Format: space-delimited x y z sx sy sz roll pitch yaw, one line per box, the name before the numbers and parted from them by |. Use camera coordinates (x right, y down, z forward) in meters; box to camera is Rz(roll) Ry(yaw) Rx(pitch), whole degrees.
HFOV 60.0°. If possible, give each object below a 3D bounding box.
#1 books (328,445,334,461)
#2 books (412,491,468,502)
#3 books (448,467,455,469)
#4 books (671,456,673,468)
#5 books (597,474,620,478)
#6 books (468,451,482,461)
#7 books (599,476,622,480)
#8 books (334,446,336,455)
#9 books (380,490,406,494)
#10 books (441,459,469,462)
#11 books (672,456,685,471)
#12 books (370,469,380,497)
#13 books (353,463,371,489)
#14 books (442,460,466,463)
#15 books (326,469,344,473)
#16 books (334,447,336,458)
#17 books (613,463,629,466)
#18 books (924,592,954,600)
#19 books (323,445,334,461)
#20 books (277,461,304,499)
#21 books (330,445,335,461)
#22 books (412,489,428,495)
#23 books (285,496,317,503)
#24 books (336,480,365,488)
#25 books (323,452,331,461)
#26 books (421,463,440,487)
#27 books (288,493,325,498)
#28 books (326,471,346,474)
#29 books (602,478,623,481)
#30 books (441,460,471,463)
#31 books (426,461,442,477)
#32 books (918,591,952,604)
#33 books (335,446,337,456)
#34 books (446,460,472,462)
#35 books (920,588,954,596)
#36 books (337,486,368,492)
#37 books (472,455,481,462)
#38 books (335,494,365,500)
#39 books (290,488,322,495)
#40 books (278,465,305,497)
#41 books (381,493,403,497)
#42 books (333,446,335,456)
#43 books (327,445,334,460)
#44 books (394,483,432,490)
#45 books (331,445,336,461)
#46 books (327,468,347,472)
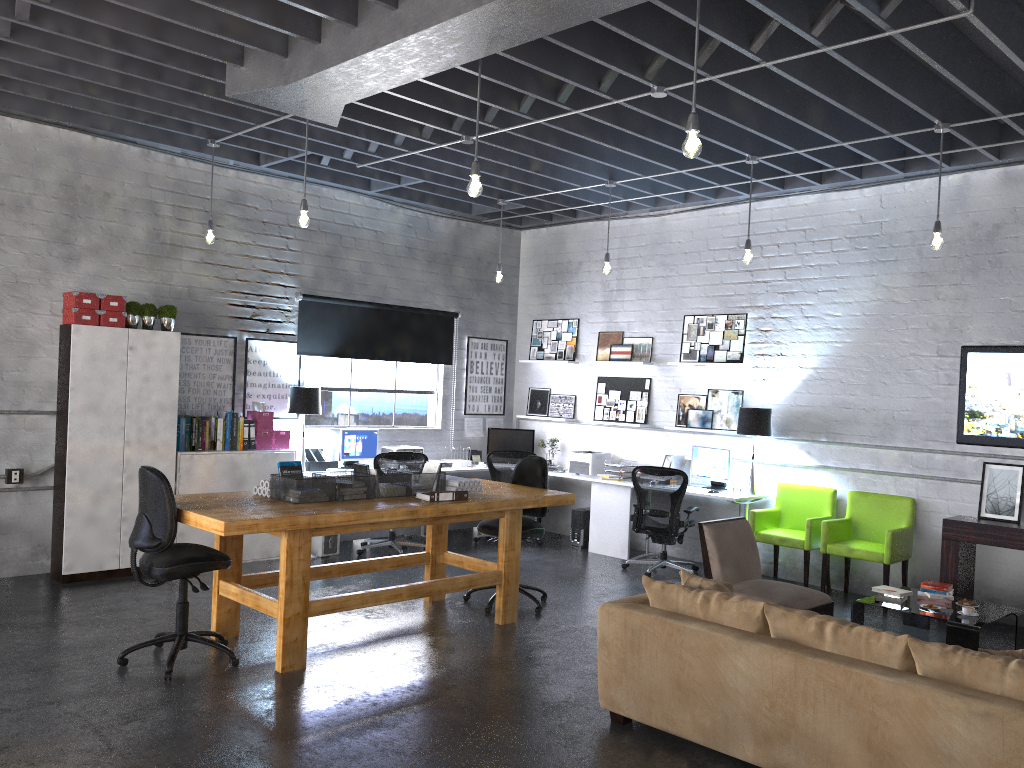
books | -1.870 0.745 9.009 0.026 0.245 0.175 2 1 -45
books | -0.488 0.749 6.030 0.298 0.067 0.244 3 0 -35
books | -0.672 0.920 9.706 0.112 0.001 0.066 2 0 32
books | 1.700 0.883 9.071 0.210 0.296 0.036 2 1 -45
books | 1.018 0.968 9.333 0.148 0.014 0.211 3 0 -30
books | -0.437 0.844 10.431 0.184 0.121 0.017 3 1 -30
books | 1.038 0.983 9.316 0.211 0.014 0.148 3 0 20
books | -1.859 0.748 9.017 0.026 0.243 0.172 2 1 -45
books | -0.879 0.732 6.136 0.248 0.021 0.177 2 0 45
books | -0.639 0.875 10.183 0.210 0.006 0.297 3 0 -44
books | 1.709 0.883 9.068 0.210 0.296 0.043 2 1 -45
books | -0.951 0.667 6.019 0.061 0.188 0.143 2 1 -45
books | -1.020 0.650 6.046 0.063 0.214 0.157 2 1 -45
books | -0.642 0.885 10.179 0.210 0.006 0.297 3 0 -43
books | -1.737 0.859 8.751 0.158 0.012 0.209 3 0 -22
books | -1.856 0.748 9.020 0.026 0.243 0.172 2 1 -45
books | 1.195 0.873 9.627 0.134 0.008 0.203 2 0 29
books | 3.099 1.528 6.445 0.161 0.026 0.223 3 0 15
books | -1.875 0.747 9.001 0.026 0.243 0.172 2 1 -45
books | -1.431 0.620 5.755 0.166 0.234 0.108 2 1 -45
books | -1.861 0.746 9.013 0.026 0.246 0.177 2 1 -45
books | -0.707 0.749 6.288 0.184 0.031 0.249 3 0 -43
books | -1.303 0.728 5.637 0.226 0.029 0.155 3 0 -45
books | -1.122 0.663 5.895 0.232 0.027 0.185 3 0 17
books | -1.873 0.780 8.965 0.020 0.176 0.134 2 1 -45
books | -0.604 0.677 6.391 0.082 0.200 0.158 2 1 -45
books | -1.299 0.703 5.635 0.203 0.021 0.141 3 0 -44
books | -1.737 0.871 8.748 0.158 0.012 0.213 3 0 -20
books | 1.057 0.998 9.313 0.211 0.014 0.148 3 0 10
books | -0.643 0.890 10.180 0.210 0.006 0.297 3 0 -45
books | -0.580 0.672 6.411 0.046 0.210 0.171 2 1 -45
books | 3.082 1.556 6.468 0.223 0.032 0.161 2 0 25
books | -1.849 0.748 9.026 0.026 0.243 0.172 2 1 -45
books | -0.643 0.880 10.180 0.297 0.006 0.210 2 0 45
books | 3.096 1.503 6.455 0.208 0.024 0.144 2 0 30
books | -1.113 0.688 5.891 0.205 0.022 0.250 3 0 -40
books | -0.420 0.876 10.417 0.102 0.076 0.037 2 1 -30
books | -1.118 0.736 5.891 0.250 0.031 0.185 2 0 42
books | -1.304 0.681 5.634 0.127 0.022 0.181 2 0 40
books | -1.418 0.633 5.721 0.158 0.209 0.097 2 1 -45
books | -0.880 0.752 6.136 0.177 0.021 0.248 3 0 -44
books | -1.867 0.746 9.012 0.026 0.245 0.175 2 1 -45
books | -1.871 0.747 9.003 0.026 0.243 0.173 2 1 -45
books | -0.716 0.722 6.289 0.233 0.022 0.184 2 0 43
books | -1.852 0.746 9.023 0.026 0.247 0.179 2 1 -45
books | -1.730 0.849 8.751 0.170 0.010 0.212 3 0 -18
